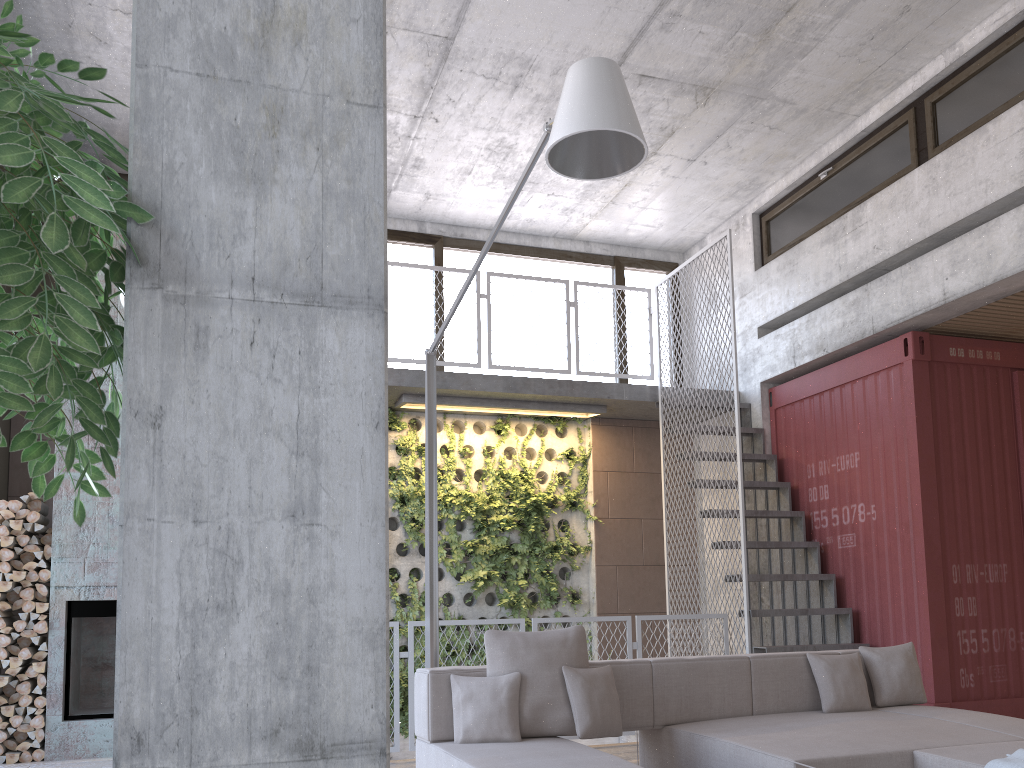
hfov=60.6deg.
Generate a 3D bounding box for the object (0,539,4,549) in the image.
[{"bbox_3d":[-3.999,1.262,6.883,0.067,0.066,0.432,2,-14,-19],"label":"object"}]

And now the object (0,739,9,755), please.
[{"bbox_3d":[-3.939,2.798,6.785,0.092,0.091,0.447,2,-14,-19],"label":"object"}]

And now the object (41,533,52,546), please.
[{"bbox_3d":[-3.729,1.271,7.098,0.100,0.100,0.299,2,-14,-17],"label":"object"}]

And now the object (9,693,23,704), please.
[{"bbox_3d":[-3.850,2.451,6.882,0.101,0.084,0.371,2,-14,-17],"label":"object"}]

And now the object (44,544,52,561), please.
[{"bbox_3d":[-3.688,1.357,7.026,0.064,0.123,0.372,2,-14,-20],"label":"object"}]

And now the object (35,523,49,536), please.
[{"bbox_3d":[-3.732,1.161,6.994,0.066,0.066,0.433,2,-14,-19],"label":"object"}]

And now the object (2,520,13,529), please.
[{"bbox_3d":[-3.994,1.132,7.003,0.071,0.070,0.433,2,-14,-19],"label":"object"}]

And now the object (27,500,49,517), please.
[{"bbox_3d":[-3.812,1.000,7.058,0.099,0.105,0.301,2,-14,-17],"label":"object"}]

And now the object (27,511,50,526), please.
[{"bbox_3d":[-3.770,1.080,6.983,0.093,0.091,0.447,2,-14,-19],"label":"object"}]

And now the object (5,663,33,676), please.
[{"bbox_3d":[-3.850,2.230,6.850,0.115,0.077,0.445,3,-14,-19],"label":"object"}]

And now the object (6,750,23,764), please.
[{"bbox_3d":[-3.828,2.871,6.806,0.093,0.082,0.491,2,-14,-19],"label":"object"}]

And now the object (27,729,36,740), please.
[{"bbox_3d":[-3.723,2.729,6.855,0.067,0.083,0.435,2,-14,-20],"label":"object"}]

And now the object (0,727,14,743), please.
[{"bbox_3d":[-3.896,2.685,6.732,0.098,0.104,0.301,2,-14,-17],"label":"object"}]

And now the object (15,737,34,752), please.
[{"bbox_3d":[-3.774,2.810,6.857,0.115,0.077,0.445,3,-14,-19],"label":"object"}]

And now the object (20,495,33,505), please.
[{"bbox_3d":[-3.856,0.944,6.989,0.065,0.071,0.367,2,-14,-20],"label":"object"}]

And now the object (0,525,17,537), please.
[{"bbox_3d":[-3.958,1.176,6.897,0.091,0.087,0.466,2,-14,-19],"label":"object"}]

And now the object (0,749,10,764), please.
[{"bbox_3d":[-3.900,2.877,6.783,0.067,0.066,0.432,2,-14,-19],"label":"object"}]

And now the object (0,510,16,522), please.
[{"bbox_3d":[-3.936,1.053,6.913,0.113,0.078,0.445,3,-14,-19],"label":"object"}]

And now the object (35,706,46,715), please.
[{"bbox_3d":[-3.642,2.524,6.793,0.063,0.047,0.256,3,-14,-19],"label":"object"}]

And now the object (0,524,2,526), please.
[{"bbox_3d":[-4.024,1.136,6.902,0.066,0.084,0.435,2,-14,-20],"label":"object"}]

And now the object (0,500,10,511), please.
[{"bbox_3d":[-3.991,0.988,6.945,0.091,0.088,0.466,3,-14,-20],"label":"object"}]

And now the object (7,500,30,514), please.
[{"bbox_3d":[-3.878,0.979,6.893,0.104,0.100,0.299,2,-14,-19],"label":"object"}]

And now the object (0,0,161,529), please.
[{"bbox_3d":[-1.018,0.185,1.365,0.977,1.826,1.011,-7,-10,37],"label":"object"}]

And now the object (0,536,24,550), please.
[{"bbox_3d":[-3.927,1.256,6.906,0.093,0.082,0.491,2,-14,-19],"label":"object"}]

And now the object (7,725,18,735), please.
[{"bbox_3d":[-3.852,2.667,6.810,0.064,0.072,0.368,2,-14,-20],"label":"object"}]

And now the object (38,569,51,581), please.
[{"bbox_3d":[-3.697,1.536,7.014,0.092,0.090,0.447,2,-14,-19],"label":"object"}]

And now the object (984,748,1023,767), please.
[{"bbox_3d":[2.336,1.497,2.786,1.044,0.491,1.638,-1,-14,0],"label":"object"}]

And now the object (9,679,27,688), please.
[{"bbox_3d":[-3.849,2.322,6.849,0.064,0.072,0.368,2,-14,-16],"label":"object"}]

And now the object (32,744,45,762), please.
[{"bbox_3d":[-3.671,2.877,6.874,0.092,0.090,0.447,2,-14,-19],"label":"object"}]

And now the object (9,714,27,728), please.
[{"bbox_3d":[-3.817,2.600,6.823,0.091,0.087,0.466,3,-14,-20],"label":"object"}]

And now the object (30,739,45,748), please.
[{"bbox_3d":[-3.695,2.786,6.866,0.071,0.071,0.432,2,-14,-19],"label":"object"}]

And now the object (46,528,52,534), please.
[{"bbox_3d":[-3.720,1.199,7.110,0.064,0.047,0.256,2,-14,-17],"label":"object"}]

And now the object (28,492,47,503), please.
[{"bbox_3d":[-3.806,0.917,7.036,0.088,0.054,0.340,3,-15,-19],"label":"object"}]

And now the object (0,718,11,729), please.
[{"bbox_3d":[-3.902,2.619,6.771,0.089,0.055,0.340,3,-15,-19],"label":"object"}]

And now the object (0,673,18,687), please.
[{"bbox_3d":[-3.904,2.291,6.799,0.093,0.082,0.491,2,-14,-19],"label":"object"}]

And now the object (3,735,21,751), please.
[{"bbox_3d":[-3.874,2.794,6.836,0.101,0.084,0.371,3,-14,-19],"label":"object"}]

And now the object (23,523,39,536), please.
[{"bbox_3d":[-3.808,1.156,6.969,0.067,0.065,0.433,2,-14,-19],"label":"object"}]

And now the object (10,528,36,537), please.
[{"bbox_3d":[-3.873,1.195,6.957,0.115,0.077,0.445,3,-14,-19],"label":"object"}]

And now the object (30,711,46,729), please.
[{"bbox_3d":[-3.648,2.597,6.784,0.101,0.100,0.299,2,-14,-19],"label":"object"}]

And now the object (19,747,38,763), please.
[{"bbox_3d":[-3.754,2.880,6.850,0.091,0.087,0.466,2,-14,-19],"label":"object"}]

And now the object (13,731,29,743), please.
[{"bbox_3d":[-3.830,2.750,6.892,0.104,0.100,0.299,2,-14,-19],"label":"object"}]

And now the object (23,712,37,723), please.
[{"bbox_3d":[-3.760,2.601,6.873,0.067,0.069,0.433,2,-14,-19],"label":"object"}]

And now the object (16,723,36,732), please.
[{"bbox_3d":[-3.754,2.659,6.840,0.122,0.066,0.372,3,-14,-17],"label":"object"}]
